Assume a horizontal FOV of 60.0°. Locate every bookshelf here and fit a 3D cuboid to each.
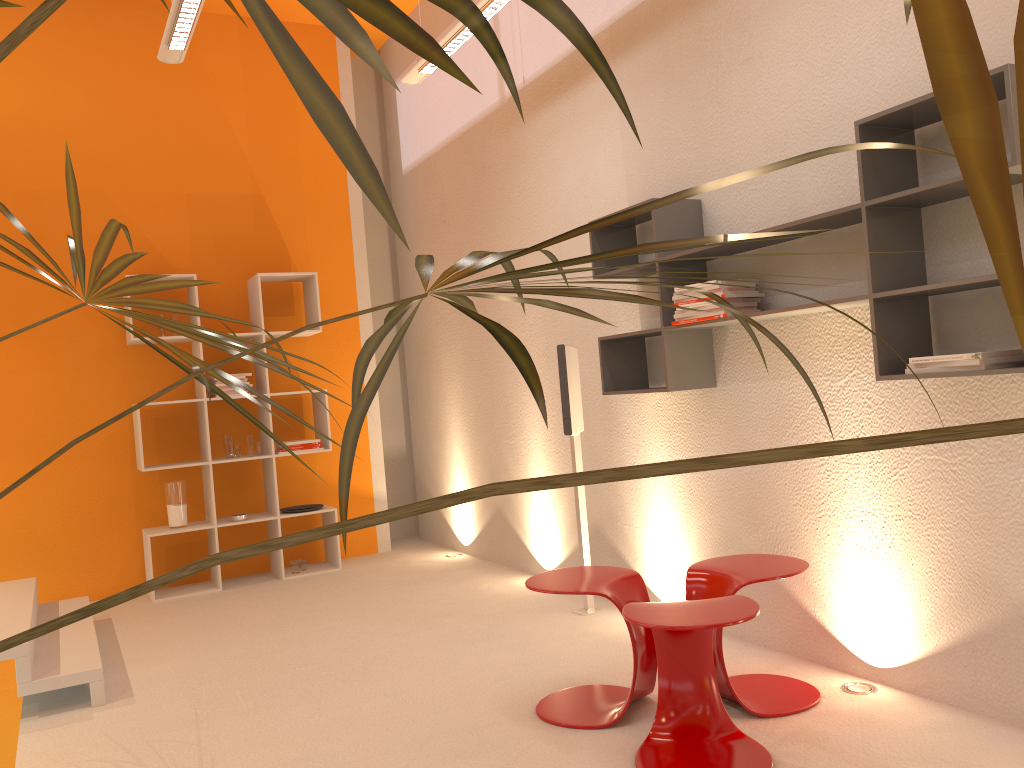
[{"bbox_3d":[-0.563,1.497,5.385,3.516,4.600,1.107,-5,0,20],"label":"bookshelf"},{"bbox_3d":[1.294,0.259,2.580,0.322,2.145,3.370,-5,0,-25],"label":"bookshelf"}]

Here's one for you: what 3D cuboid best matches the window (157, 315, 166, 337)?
[{"bbox_3d":[-1.066,2.162,1.310,0.481,5.399,8.922,-5,0,-15],"label":"window"}]

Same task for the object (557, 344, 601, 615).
[{"bbox_3d":[0.313,0.460,4.350,0.116,1.317,0.111,-5,0,-31],"label":"object"}]

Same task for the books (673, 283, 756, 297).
[{"bbox_3d":[0.783,-0.364,3.439,0.190,0.015,0.254,-5,0,-31],"label":"books"}]

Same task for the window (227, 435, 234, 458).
[{"bbox_3d":[-1.747,1.020,2.403,0.908,1.393,6.719,-5,0,-8],"label":"window"}]

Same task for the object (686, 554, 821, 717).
[{"bbox_3d":[0.820,0.849,3.043,0.420,0.450,0.391,-5,0,-27],"label":"object"}]

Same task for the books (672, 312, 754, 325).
[{"bbox_3d":[0.798,-0.253,3.436,0.210,0.013,0.297,-5,0,-32],"label":"books"}]

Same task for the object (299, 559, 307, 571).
[{"bbox_3d":[2.265,2.210,0.460,0.102,2.685,13.193,-5,0,-33],"label":"object"}]

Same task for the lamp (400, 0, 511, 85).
[{"bbox_3d":[0.140,-2.204,3.402,0.120,1.052,3.195,-5,0,-27],"label":"lamp"}]

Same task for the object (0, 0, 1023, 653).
[{"bbox_3d":[-0.961,0.365,0.812,3.098,2.600,3.241,-5,0,-19],"label":"object"}]

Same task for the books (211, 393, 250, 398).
[{"bbox_3d":[-1.843,0.078,5.784,0.210,0.013,0.296,-5,0,-27],"label":"books"}]

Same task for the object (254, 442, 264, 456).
[{"bbox_3d":[0.896,1.920,2.894,0.190,3.502,7.694,-5,0,-39],"label":"object"}]

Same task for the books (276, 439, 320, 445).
[{"bbox_3d":[-1.429,0.388,5.922,0.227,0.017,0.230,-5,0,-32],"label":"books"}]

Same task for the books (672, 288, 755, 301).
[{"bbox_3d":[0.782,-0.348,3.447,0.190,0.015,0.254,-5,0,-36],"label":"books"}]

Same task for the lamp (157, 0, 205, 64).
[{"bbox_3d":[-0.947,-2.115,2.837,0.120,1.052,3.195,-5,0,-27],"label":"lamp"}]

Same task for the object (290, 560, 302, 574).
[{"bbox_3d":[1.646,2.261,1.617,0.129,2.692,10.507,-5,0,-35],"label":"object"}]

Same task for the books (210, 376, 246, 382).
[{"bbox_3d":[-1.858,-0.033,5.788,0.190,0.015,0.254,-5,0,-26],"label":"books"}]

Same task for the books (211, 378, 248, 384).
[{"bbox_3d":[-1.858,-0.017,5.796,0.190,0.015,0.254,-5,0,-31],"label":"books"}]

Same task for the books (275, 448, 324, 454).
[{"bbox_3d":[-1.431,0.445,5.929,0.296,0.013,0.210,-5,0,-27],"label":"books"}]

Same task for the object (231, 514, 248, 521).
[{"bbox_3d":[-1.761,0.862,5.727,0.105,0.035,0.106,-5,0,16],"label":"object"}]

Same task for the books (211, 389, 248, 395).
[{"bbox_3d":[-1.852,0.054,5.796,0.190,0.015,0.254,-5,0,-31],"label":"books"}]

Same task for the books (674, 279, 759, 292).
[{"bbox_3d":[0.794,-0.381,3.443,0.230,0.017,0.227,-5,0,-37],"label":"books"}]

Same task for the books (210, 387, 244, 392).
[{"bbox_3d":[-1.852,0.038,5.788,0.190,0.015,0.254,-5,0,-26],"label":"books"}]

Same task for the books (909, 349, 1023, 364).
[{"bbox_3d":[1.309,-0.080,2.533,0.230,0.017,0.227,-5,0,-27],"label":"books"}]

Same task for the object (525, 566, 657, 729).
[{"bbox_3d":[0.273,0.895,3.068,0.420,0.450,0.391,-5,0,33],"label":"object"}]

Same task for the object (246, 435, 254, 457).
[{"bbox_3d":[-1.308,2.602,2.087,0.870,4.604,7.392,-5,0,3],"label":"object"}]

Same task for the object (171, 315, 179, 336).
[{"bbox_3d":[-1.325,2.193,2.277,0.351,5.384,6.779,-5,0,-7],"label":"object"}]

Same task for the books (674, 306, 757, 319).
[{"bbox_3d":[0.788,-0.277,3.447,0.190,0.015,0.254,-5,0,-36],"label":"books"}]

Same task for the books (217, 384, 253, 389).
[{"bbox_3d":[-1.840,0.021,5.791,0.230,0.017,0.227,-5,0,-32],"label":"books"}]

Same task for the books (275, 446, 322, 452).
[{"bbox_3d":[-1.428,0.433,5.930,0.268,0.011,0.190,-5,0,-26],"label":"books"}]

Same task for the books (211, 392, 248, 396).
[{"bbox_3d":[-1.845,0.066,5.788,0.190,0.011,0.268,-5,0,-26],"label":"books"}]

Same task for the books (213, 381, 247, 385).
[{"bbox_3d":[-1.851,-0.005,5.788,0.190,0.011,0.268,-5,0,-26],"label":"books"}]

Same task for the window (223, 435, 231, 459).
[{"bbox_3d":[-2.311,2.672,3.754,0.993,4.599,4.234,-5,0,5],"label":"window"}]

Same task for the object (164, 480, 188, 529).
[{"bbox_3d":[-2.125,0.764,5.619,0.129,0.291,0.129,-5,0,1],"label":"object"}]

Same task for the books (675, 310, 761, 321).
[{"bbox_3d":[0.796,-0.265,3.439,0.190,0.011,0.268,-5,0,-31],"label":"books"}]

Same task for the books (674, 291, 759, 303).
[{"bbox_3d":[0.790,-0.336,3.439,0.190,0.011,0.268,-5,0,-31],"label":"books"}]

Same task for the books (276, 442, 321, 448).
[{"bbox_3d":[-1.430,0.405,5.935,0.254,0.015,0.190,-5,0,-26],"label":"books"}]

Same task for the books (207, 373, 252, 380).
[{"bbox_3d":[-1.846,-0.050,5.791,0.230,0.017,0.227,-5,0,-32],"label":"books"}]

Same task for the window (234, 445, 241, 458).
[{"bbox_3d":[-2.273,2.708,4.654,2.294,4.526,1.860,-5,0,-27],"label":"window"}]

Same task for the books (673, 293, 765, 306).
[{"bbox_3d":[0.792,-0.324,3.436,0.210,0.013,0.297,-5,0,-32],"label":"books"}]

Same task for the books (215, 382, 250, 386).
[{"bbox_3d":[-1.848,0.007,5.784,0.210,0.013,0.296,-5,0,-27],"label":"books"}]

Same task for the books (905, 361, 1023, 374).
[{"bbox_3d":[1.298,-0.048,2.539,0.190,0.015,0.254,-5,0,-26],"label":"books"}]

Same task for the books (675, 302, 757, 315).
[{"bbox_3d":[0.789,-0.293,3.439,0.190,0.015,0.254,-5,0,-31],"label":"books"}]

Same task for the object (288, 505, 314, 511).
[{"bbox_3d":[-1.420,0.839,5.971,0.178,0.020,0.178,-5,0,-10],"label":"object"}]

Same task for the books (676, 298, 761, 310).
[{"bbox_3d":[0.800,-0.310,3.443,0.230,0.017,0.227,-5,0,-37],"label":"books"}]

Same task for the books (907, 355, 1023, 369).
[{"bbox_3d":[1.297,-0.063,2.531,0.190,0.015,0.254,-5,0,-21],"label":"books"}]

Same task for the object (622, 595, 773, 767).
[{"bbox_3d":[0.535,0.872,2.584,0.391,0.450,0.420,-5,0,3],"label":"object"}]

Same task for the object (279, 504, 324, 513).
[{"bbox_3d":[-1.415,0.841,5.969,0.294,0.020,0.294,-5,0,12],"label":"object"}]

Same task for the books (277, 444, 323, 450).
[{"bbox_3d":[-1.421,0.419,5.936,0.254,0.015,0.190,-5,0,-31],"label":"books"}]
